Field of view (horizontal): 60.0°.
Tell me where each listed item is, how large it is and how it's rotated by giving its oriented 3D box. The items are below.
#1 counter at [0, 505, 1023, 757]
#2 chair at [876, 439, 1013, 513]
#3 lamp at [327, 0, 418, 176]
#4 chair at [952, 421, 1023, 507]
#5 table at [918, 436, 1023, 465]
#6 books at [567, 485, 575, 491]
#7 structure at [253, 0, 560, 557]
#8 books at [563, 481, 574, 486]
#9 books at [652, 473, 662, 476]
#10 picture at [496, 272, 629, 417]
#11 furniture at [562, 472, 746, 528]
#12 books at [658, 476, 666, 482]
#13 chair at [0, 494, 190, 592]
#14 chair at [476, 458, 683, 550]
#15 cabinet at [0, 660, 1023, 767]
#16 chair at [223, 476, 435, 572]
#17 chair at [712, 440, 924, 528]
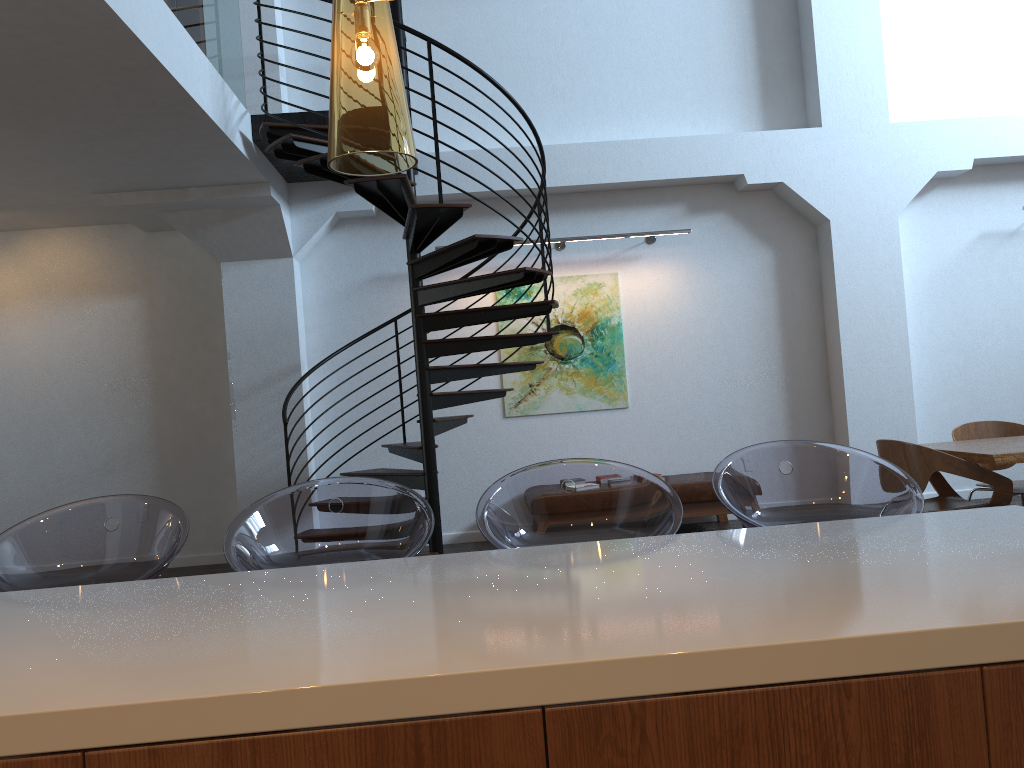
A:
[{"bbox_3d":[0.508,0.772,2.479,8.182,0.860,3.039,-4,-1,-32],"label":"counter"},{"bbox_3d":[2.326,0.691,4.788,0.618,0.833,0.629,-4,-1,-8],"label":"chair"},{"bbox_3d":[-1.377,-1.164,2.293,2.842,1.807,0.149,-5,-1,37],"label":"lamp"},{"bbox_3d":[3.054,0.645,5.404,0.629,0.830,0.617,-4,-1,-3],"label":"chair"},{"bbox_3d":[4.247,0.584,4.881,3.803,0.750,1.012,-4,-1,-3],"label":"table"},{"bbox_3d":[0.577,0.829,7.134,0.223,0.031,0.161,-4,-1,-25],"label":"books"},{"bbox_3d":[-0.690,-0.807,6.308,1.998,4.352,1.998,-3,-2,-42],"label":"structure"},{"bbox_3d":[0.518,0.836,7.537,0.183,0.044,0.254,-4,-1,-8],"label":"books"},{"bbox_3d":[1.167,0.788,7.552,0.161,0.036,0.224,-4,-1,-8],"label":"books"},{"bbox_3d":[0.441,-0.349,7.816,1.095,1.200,0.010,-4,-1,-3],"label":"picture"},{"bbox_3d":[1.000,1.038,7.348,1.819,0.453,0.907,-4,-1,-3],"label":"furniture"},{"bbox_3d":[1.154,0.782,7.269,0.161,0.032,0.224,-4,-1,-3],"label":"books"},{"bbox_3d":[-1.061,0.810,2.233,0.530,1.014,0.481,-4,-1,-1],"label":"chair"},{"bbox_3d":[0.202,0.712,2.277,0.530,1.014,0.481,-4,-1,-5],"label":"chair"},{"bbox_3d":[-1.066,0.897,1.488,4.493,0.796,0.898,-4,-1,-3],"label":"cabinet"},{"bbox_3d":[-0.434,0.761,2.263,0.530,1.014,0.481,-4,-1,-5],"label":"chair"},{"bbox_3d":[0.830,0.664,2.335,0.530,1.014,0.481,-4,-1,-1],"label":"chair"}]
